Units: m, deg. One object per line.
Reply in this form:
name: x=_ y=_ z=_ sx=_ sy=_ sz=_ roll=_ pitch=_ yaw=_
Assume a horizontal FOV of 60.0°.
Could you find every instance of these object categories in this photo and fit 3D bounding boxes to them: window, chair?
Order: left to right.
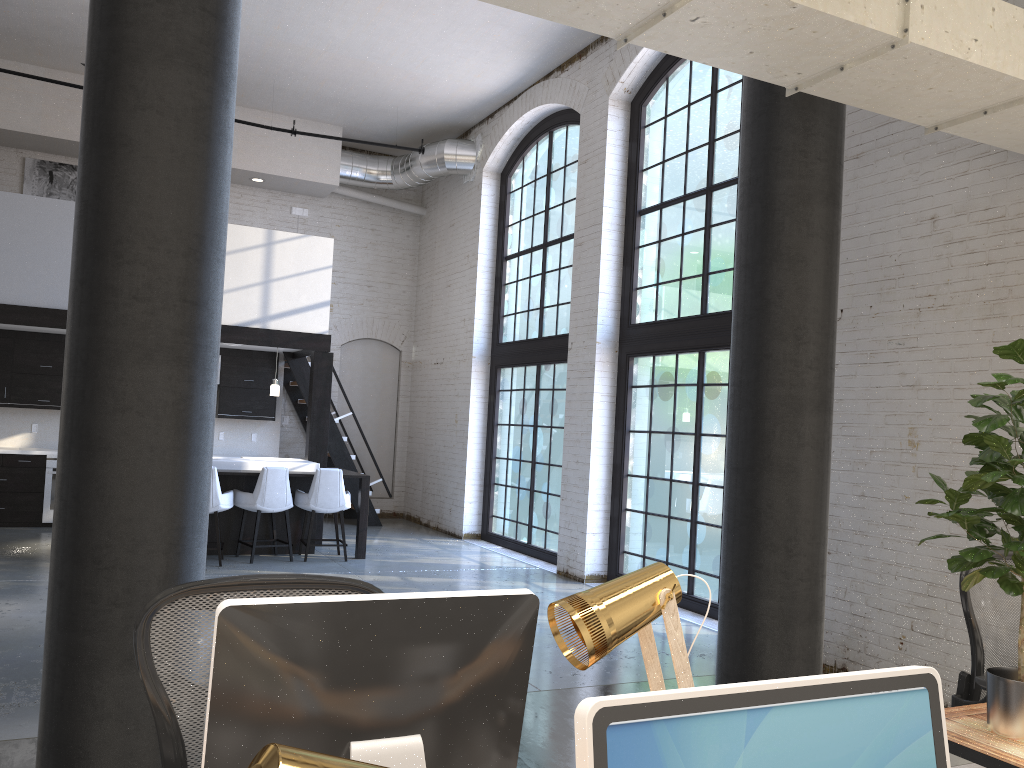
chair: x=-2.988 y=1.263 z=8.509 sx=0.579 sy=0.984 sz=0.501 roll=4 pitch=-2 yaw=-14
chair: x=-2.473 y=1.310 z=8.908 sx=0.579 sy=0.984 sz=0.501 roll=5 pitch=-2 yaw=-34
chair: x=-0.464 y=0.990 z=1.874 sx=0.771 sy=1.085 sz=0.792 roll=5 pitch=-3 yaw=-42
chair: x=-1.945 y=1.351 z=9.170 sx=0.579 sy=0.984 sz=0.501 roll=4 pitch=-2 yaw=-19
window: x=0.341 y=-0.558 z=10.352 sx=0.138 sy=5.176 sz=2.491 roll=4 pitch=-2 yaw=-26
window: x=1.660 y=-0.616 z=7.643 sx=0.138 sy=5.176 sz=2.491 roll=4 pitch=-2 yaw=-26
chair: x=1.935 y=1.155 z=3.066 sx=0.771 sy=1.085 sz=0.792 roll=5 pitch=-3 yaw=-42

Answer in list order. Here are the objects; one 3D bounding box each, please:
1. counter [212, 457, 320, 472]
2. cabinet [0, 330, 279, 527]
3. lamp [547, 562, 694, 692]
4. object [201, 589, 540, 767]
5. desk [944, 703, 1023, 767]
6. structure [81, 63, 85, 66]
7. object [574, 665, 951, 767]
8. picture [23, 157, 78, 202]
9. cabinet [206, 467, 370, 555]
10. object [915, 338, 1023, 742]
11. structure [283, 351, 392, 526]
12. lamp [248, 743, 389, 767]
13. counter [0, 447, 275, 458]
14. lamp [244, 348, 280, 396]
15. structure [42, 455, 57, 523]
counter: x=-3.292 y=0.827 z=9.396 sx=2.294 sy=0.095 sz=0.977 roll=4 pitch=-3 yaw=-26
cabinet: x=-4.267 y=0.562 z=9.258 sx=4.233 sy=2.314 sz=4.276 roll=4 pitch=-3 yaw=-26
lamp: x=0.223 y=0.557 z=1.592 sx=0.344 sy=0.469 sz=0.128 roll=4 pitch=-2 yaw=-26
object: x=-0.194 y=0.549 z=1.292 sx=0.484 sy=0.485 sz=0.190 roll=4 pitch=-2 yaw=-26
desk: x=1.536 y=1.253 z=1.856 sx=0.529 sy=0.724 sz=1.401 roll=4 pitch=-3 yaw=-26
structure: x=-3.949 y=-3.303 z=9.177 sx=1.368 sy=0.863 sz=1.189 roll=5 pitch=-3 yaw=-36
object: x=0.273 y=0.557 z=0.931 sx=0.484 sy=0.485 sz=0.190 roll=4 pitch=-2 yaw=-26
picture: x=-5.825 y=-2.232 z=11.297 sx=0.731 sy=1.182 sz=0.049 roll=4 pitch=-2 yaw=-26
cabinet: x=-3.015 y=1.335 z=9.308 sx=2.692 sy=0.910 sz=1.370 roll=4 pitch=-3 yaw=-26
object: x=1.345 y=0.364 z=2.319 sx=0.514 sy=1.077 sz=0.438 roll=5 pitch=-2 yaw=-35
structure: x=-2.541 y=0.366 z=12.340 sx=1.663 sy=3.184 sz=0.929 roll=4 pitch=-2 yaw=-26
lamp: x=-0.141 y=0.491 z=0.633 sx=0.344 sy=0.469 sz=0.128 roll=4 pitch=-2 yaw=-26
counter: x=-4.830 y=0.838 z=10.386 sx=4.239 sy=0.045 sz=1.709 roll=4 pitch=-3 yaw=-26
lamp: x=-3.028 y=-0.158 z=10.764 sx=0.124 sy=0.623 sz=1.948 roll=4 pitch=-3 yaw=-26
structure: x=-5.221 y=1.247 z=10.766 sx=0.785 sy=0.789 sz=0.783 roll=4 pitch=-3 yaw=-26
